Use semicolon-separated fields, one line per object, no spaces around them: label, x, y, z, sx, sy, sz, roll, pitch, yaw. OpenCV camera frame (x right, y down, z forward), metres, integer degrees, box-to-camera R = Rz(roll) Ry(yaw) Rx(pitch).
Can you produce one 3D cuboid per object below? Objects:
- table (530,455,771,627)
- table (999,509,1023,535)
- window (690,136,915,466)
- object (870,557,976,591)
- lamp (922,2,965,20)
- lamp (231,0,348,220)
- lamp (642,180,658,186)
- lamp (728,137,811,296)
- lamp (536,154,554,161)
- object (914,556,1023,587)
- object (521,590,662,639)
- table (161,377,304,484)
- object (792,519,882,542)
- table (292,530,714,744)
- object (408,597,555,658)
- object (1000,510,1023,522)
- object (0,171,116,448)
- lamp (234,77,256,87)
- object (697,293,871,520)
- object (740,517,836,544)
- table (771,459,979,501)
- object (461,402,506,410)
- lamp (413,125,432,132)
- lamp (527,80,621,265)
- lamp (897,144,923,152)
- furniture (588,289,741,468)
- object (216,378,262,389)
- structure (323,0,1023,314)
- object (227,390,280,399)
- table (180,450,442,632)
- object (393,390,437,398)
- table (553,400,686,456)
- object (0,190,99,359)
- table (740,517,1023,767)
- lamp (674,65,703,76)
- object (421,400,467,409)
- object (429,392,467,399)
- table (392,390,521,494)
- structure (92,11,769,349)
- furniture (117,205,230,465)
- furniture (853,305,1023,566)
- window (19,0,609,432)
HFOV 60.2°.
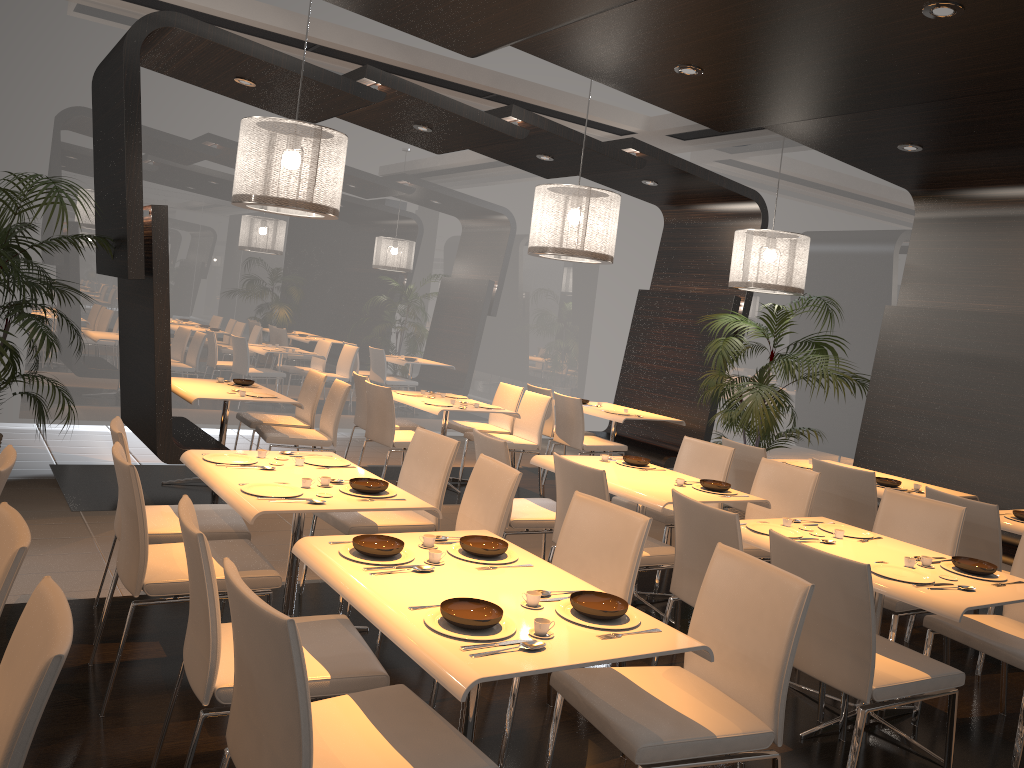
table;0.814;0.887;5.054;1.049;0.725;1.154;5;4;-33
table;3.217;1.193;4.822;0.797;0.725;1.154;5;4;-33
window;3.761;-0.693;8.475;0.070;3.975;6.620;7;3;-33
object;1.559;0.725;3.393;0.333;0.038;0.379;3;6;-39
lamp;1.808;-1.578;3.705;0.161;0.050;0.162;5;5;-27
lamp;-1.239;-1.989;5.288;0.626;1.930;0.627;7;1;-5
lamp;1.367;-2.007;8.760;0.160;0.056;0.162;4;5;-39
lamp;2.288;-1.750;7.579;0.626;1.930;0.627;7;1;-1
lamp;0.303;-2.079;8.069;0.160;0.056;0.162;4;5;-39
object;1.832;0.739;3.588;0.302;0.044;0.367;4;5;-34
object;0.206;0.630;2.511;0.302;0.044;0.367;4;5;-34
table;-2.188;0.397;6.682;0.797;0.725;1.154;5;4;-33
object;1.480;0.659;4.093;0.333;0.038;0.379;2;6;-44
table;-0.127;0.965;2.663;0.797;0.725;1.154;5;4;-33
object;-0.069;0.614;2.307;0.302;0.044;0.367;4;5;-34
object;2.966;0.762;5.000;0.302;0.044;0.367;4;5;-34
object;-3.391;-0.340;5.686;1.555;2.059;1.513;5;2;-39
lamp;-1.985;-2.261;6.581;0.159;0.054;0.161;5;5;-27
object;2.271;0.167;7.813;1.500;2.059;1.568;6;2;-20
object;1.228;0.644;3.909;0.333;0.038;0.379;3;6;-39
table;2.385;0.995;6.056;0.797;0.725;1.154;5;4;-33
object;-0.273;0.172;7.564;0.333;0.038;0.379;2;6;-44
lamp;-0.745;-2.150;7.388;0.160;0.056;0.162;4;5;-39
lamp;0.538;-1.869;6.442;0.626;1.930;0.627;7;1;-5
lamp;2.756;-1.649;6.118;0.161;0.050;0.162;5;5;-27
furniture;1.431;-0.129;8.939;0.754;1.674;1.409;6;2;-33
object;-2.167;-0.014;7.014;0.302;0.044;0.367;4;5;-34
structure;-0.297;-1.096;3.272;10.624;1.735;2.918;4;4;-33
object;-1.910;0.061;6.499;0.333;0.038;0.379;2;6;-44
table;-0.960;0.767;3.897;0.797;0.725;1.154;5;4;-33
object;-0.841;0.082;7.833;0.333;0.038;0.379;3;6;-39
table;0.986;0.614;8.722;0.797;0.725;1.154;5;4;-33
object;-4.158;-0.496;6.477;1.566;2.059;1.503;7;2;19
table;1.521;1.077;3.733;0.797;0.725;1.154;5;4;-33
lamp;0.996;-1.777;4.974;0.161;0.050;0.162;5;5;-27
object;-0.538;0.161;7.306;0.333;0.038;0.379;3;6;-39
object;-0.592;0.092;8.089;0.333;0.038;0.379;2;6;-44
table;-0.604;0.505;7.697;0.797;0.725;1.154;5;4;-33
structure;-0.376;-1.452;7.671;5.912;1.726;1.409;4;3;-33
furniture;-2.452;-0.392;6.417;0.754;1.674;1.409;6;2;-33
furniture;3.482;0.366;5.822;0.754;1.673;2.918;6;3;-33
window;-1.534;-1.420;9.642;6.556;3.978;0.070;5;1;-33
